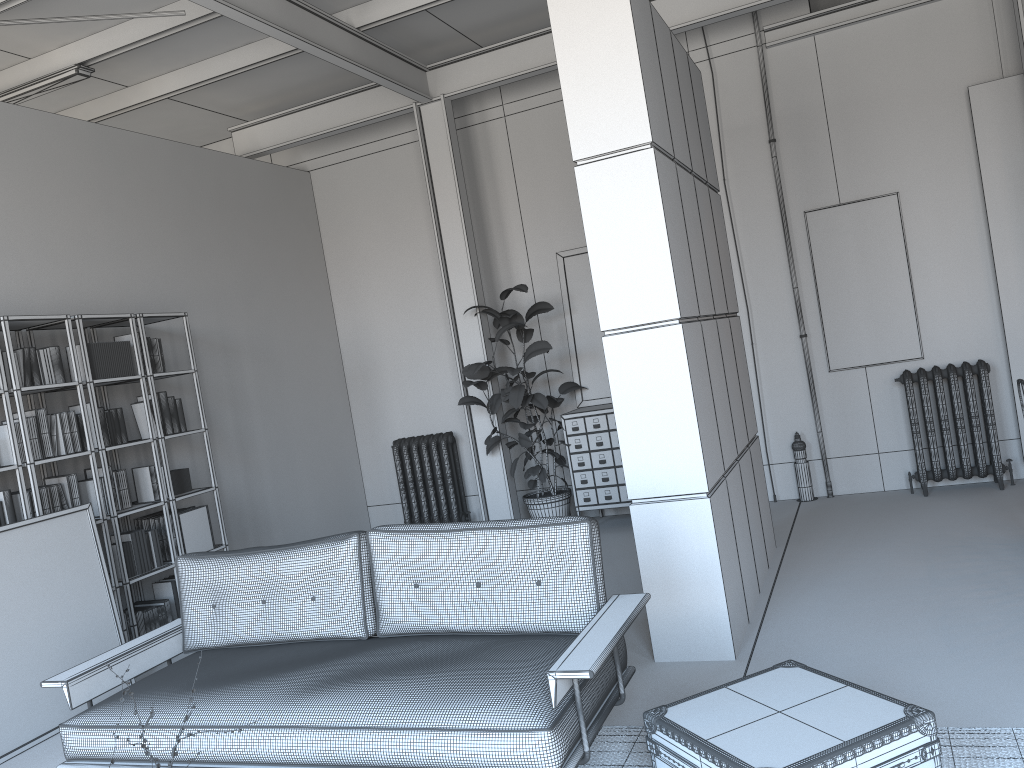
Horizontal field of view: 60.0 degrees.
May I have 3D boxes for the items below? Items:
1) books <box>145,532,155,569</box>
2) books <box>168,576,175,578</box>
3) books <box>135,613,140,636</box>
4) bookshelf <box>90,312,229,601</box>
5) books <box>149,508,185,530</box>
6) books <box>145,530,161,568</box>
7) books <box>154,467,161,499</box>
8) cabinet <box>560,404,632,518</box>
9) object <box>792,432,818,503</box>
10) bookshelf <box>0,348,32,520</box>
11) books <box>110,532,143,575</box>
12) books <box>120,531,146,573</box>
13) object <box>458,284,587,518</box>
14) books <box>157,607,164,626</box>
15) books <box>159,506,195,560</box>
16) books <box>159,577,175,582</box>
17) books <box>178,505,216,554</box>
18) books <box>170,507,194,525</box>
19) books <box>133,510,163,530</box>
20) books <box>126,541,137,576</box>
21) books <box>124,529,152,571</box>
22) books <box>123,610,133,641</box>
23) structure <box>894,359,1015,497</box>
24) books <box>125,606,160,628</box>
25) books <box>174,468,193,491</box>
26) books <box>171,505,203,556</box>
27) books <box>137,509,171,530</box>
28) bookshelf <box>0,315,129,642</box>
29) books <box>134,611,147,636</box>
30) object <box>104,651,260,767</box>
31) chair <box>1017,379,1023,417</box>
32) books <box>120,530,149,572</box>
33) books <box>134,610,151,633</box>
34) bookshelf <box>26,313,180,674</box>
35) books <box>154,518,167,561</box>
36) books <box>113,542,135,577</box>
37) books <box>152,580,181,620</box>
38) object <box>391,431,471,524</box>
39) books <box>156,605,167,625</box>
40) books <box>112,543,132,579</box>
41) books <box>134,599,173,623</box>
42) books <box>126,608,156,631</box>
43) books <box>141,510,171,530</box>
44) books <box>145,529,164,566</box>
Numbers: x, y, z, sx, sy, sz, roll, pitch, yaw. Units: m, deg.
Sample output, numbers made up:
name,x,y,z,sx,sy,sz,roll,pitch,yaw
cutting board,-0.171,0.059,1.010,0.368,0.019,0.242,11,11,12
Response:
name,x,y,z,sx,sy,sz,roll,pitch,yaw
books,-2.459,1.110,5.856,0.180,0.244,0.057,-9,2,22
books,-2.314,1.477,6.196,0.192,0.279,0.047,-9,2,22
books,-2.510,1.566,5.677,0.271,0.184,0.047,-9,2,22
bookshelf,-2.424,0.662,6.241,0.455,2.276,0.455,-9,2,22
books,-2.389,1.060,6.233,0.056,0.315,0.317,-9,2,22
books,-2.423,1.102,5.890,0.184,0.254,0.025,-9,2,22
books,-2.484,0.689,6.115,0.162,0.229,0.053,-9,2,30
cabinet,0.972,0.685,7.643,0.796,1.026,0.668,-9,2,22
object,2.430,0.712,7.381,0.206,0.647,0.173,-10,2,-32
bookshelf,-2.994,0.796,4.862,0.455,2.276,0.455,-9,2,22
books,-2.489,1.103,5.730,0.202,0.278,0.027,-9,2,22
books,-2.480,1.101,5.756,0.202,0.278,0.027,-9,2,22
object,0.086,0.250,7.570,0.868,2.157,1.270,-9,2,23
books,-2.417,1.558,5.872,0.241,0.158,0.033,-9,2,22
books,-2.309,1.045,6.204,0.037,0.322,0.333,-9,2,22
books,-2.332,1.481,6.151,0.195,0.279,0.049,-9,2,22
books,-2.186,1.028,6.144,0.033,0.326,0.303,-9,2,22
books,-2.282,1.042,6.171,0.027,0.326,0.272,-9,2,22
books,-2.527,1.081,6.284,0.033,0.326,0.303,-9,2,22
books,-2.495,1.129,5.707,0.165,0.227,0.022,-9,2,22
books,-2.460,1.096,5.806,0.202,0.278,0.027,-9,2,22
books,-2.528,1.551,5.640,0.275,0.223,0.033,-9,2,22
structure,3.388,0.345,6.811,0.733,1.007,0.328,-9,2,22
books,-2.431,1.552,5.837,0.242,0.176,0.040,-9,2,22
books,-2.348,0.691,6.332,0.134,0.177,0.012,-9,2,22
books,-2.233,1.036,6.163,0.068,0.327,0.303,-9,2,23
books,-2.495,1.076,6.272,0.033,0.326,0.303,-9,2,22
bookshelf,-2.796,0.751,5.309,0.455,2.276,0.455,-9,2,22
books,-2.487,1.560,5.723,0.260,0.185,0.056,-9,2,22
object,-0.824,0.987,2.135,0.443,0.709,0.194,-10,2,-27
chair,3.119,0.425,4.839,0.488,0.975,0.474,-9,2,22
books,-2.469,1.098,5.781,0.202,0.278,0.027,-9,2,22
books,-2.460,1.558,5.764,0.242,0.176,0.040,-9,2,22
bookshelf,-2.612,0.706,5.786,0.455,2.276,0.455,-9,2,22
books,-2.343,1.056,6.219,0.040,0.312,0.343,-9,2,22
books,-2.504,1.131,5.686,0.165,0.227,0.022,-9,2,22
books,-2.361,1.489,6.078,0.192,0.277,0.030,-9,2,22
object,-0.775,0.988,8.532,0.733,1.007,0.328,-9,2,22
books,-2.405,1.555,5.902,0.241,0.158,0.033,-9,2,22
books,-2.511,1.133,5.665,0.165,0.227,0.022,-9,2,22
books,-2.404,1.540,5.945,0.271,0.184,0.047,-9,2,22
books,-2.445,1.556,5.801,0.242,0.176,0.040,-9,2,22
books,-2.446,1.069,6.257,0.068,0.318,0.319,-9,2,22
books,-2.415,1.100,5.913,0.184,0.254,0.025,-9,2,22
